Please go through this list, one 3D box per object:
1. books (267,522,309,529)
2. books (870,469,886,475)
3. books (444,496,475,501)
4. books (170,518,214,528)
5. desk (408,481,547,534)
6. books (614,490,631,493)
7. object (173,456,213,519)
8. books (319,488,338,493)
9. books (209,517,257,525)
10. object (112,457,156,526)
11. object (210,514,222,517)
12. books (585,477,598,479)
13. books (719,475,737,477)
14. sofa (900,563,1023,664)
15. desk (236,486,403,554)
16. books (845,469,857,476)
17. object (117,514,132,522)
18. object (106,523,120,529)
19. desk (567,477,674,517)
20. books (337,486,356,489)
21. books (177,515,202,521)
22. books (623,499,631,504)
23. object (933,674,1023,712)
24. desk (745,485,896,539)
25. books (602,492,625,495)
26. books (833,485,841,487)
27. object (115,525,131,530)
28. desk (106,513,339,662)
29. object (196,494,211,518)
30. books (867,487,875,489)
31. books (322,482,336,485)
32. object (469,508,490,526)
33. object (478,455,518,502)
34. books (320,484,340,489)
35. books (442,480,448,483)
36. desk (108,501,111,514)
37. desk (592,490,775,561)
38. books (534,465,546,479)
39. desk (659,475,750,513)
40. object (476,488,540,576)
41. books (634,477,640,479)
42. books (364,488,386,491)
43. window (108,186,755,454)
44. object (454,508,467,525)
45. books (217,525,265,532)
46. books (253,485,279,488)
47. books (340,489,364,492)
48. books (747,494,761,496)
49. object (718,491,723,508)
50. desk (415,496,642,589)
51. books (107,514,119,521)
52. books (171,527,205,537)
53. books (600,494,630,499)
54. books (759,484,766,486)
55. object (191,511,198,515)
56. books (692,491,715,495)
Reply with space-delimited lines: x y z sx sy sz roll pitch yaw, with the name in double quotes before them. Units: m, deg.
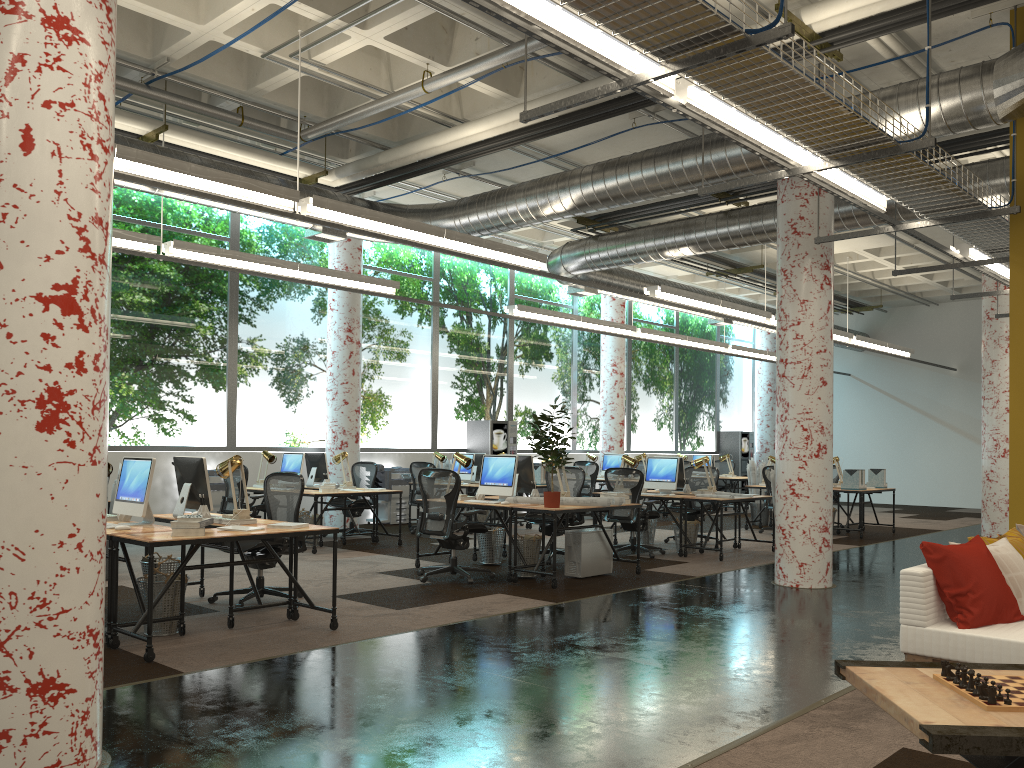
"books" -1.591 1.006 6.289 0.200 0.024 0.236 -1 -4 16
"books" 5.924 1.529 14.340 0.234 0.310 0.068 -1 -2 43
"books" -0.577 1.216 9.472 0.309 0.038 0.226 -3 -6 43
"books" -2.075 0.901 5.747 0.193 0.044 0.258 1 -4 0
"desk" -0.493 1.953 14.093 1.942 0.723 1.403 -3 -5 43
"books" 1.503 1.431 11.815 0.309 0.038 0.226 -3 -6 43
"object" -2.516 0.809 6.909 0.484 0.485 0.190 -2 -3 43
"books" -2.302 1.329 11.089 0.200 0.050 0.272 2 -4 -20
"books" -2.071 1.012 6.571 0.309 0.038 0.226 -3 -6 43
"object" -2.683 0.766 6.344 0.484 0.485 0.190 -2 -3 43
"object" -2.349 1.054 7.050 0.439 0.017 0.119 -3 -6 43
"books" 1.490 1.822 17.250 0.309 0.038 0.226 -3 -6 43
"books" 4.761 2.024 19.530 0.309 0.038 0.226 -3 -6 43
"sofa" 3.641 1.221 4.794 2.019 0.930 2.859 -3 -5 43
"desk" -2.617 1.763 11.802 1.942 0.723 1.403 -3 -5 43
"books" 5.237 1.467 13.599 0.234 0.310 0.068 -1 -2 43
"object" -2.892 0.921 6.615 0.101 0.209 0.101 1 -2 -2
"object" -2.856 0.986 6.194 0.439 0.017 0.119 -3 -6 43
"desk" 2.216 2.195 17.016 1.942 0.723 1.403 -3 -5 43
"books" -2.280 1.395 11.935 0.309 0.038 0.226 -3 -6 43
"books" -2.089 0.869 5.744 0.153 0.030 0.185 2 -4 -19
"books" 1.052 1.205 9.103 0.272 0.050 0.200 -3 -5 40
"object" 1.164 0.710 2.034 0.273 0.012 0.273 0 -4 3
"desk" 5.007 2.043 14.431 1.942 0.723 1.403 -3 -5 43
"books" 1.046 1.128 9.120 0.185 0.030 0.153 -3 -5 41
"books" 5.344 1.674 14.563 0.309 0.038 0.226 -3 -6 43
"object" -2.620 0.966 5.966 0.059 0.029 0.106 -3 -5 44
"desk" -2.407 1.380 6.438 1.942 0.723 1.403 -3 -5 43
"object" -2.311 0.930 6.633 0.101 0.209 0.101 1 -2 -2
"books" 5.674 1.655 14.120 0.200 0.024 0.236 -1 -4 16
"books" -2.299 1.252 11.108 0.153 0.030 0.185 2 -4 -19
"object" -0.510 2.077 13.791 0.359 0.434 0.353 -1 -3 39
"object" -0.127 0.976 9.143 0.484 0.485 0.190 -2 -3 43
"books" -2.284 1.284 11.111 0.193 0.044 0.258 1 -4 0
"books" -1.220 1.579 14.328 0.309 0.038 0.226 -3 -6 43
"desk" -5.189 1.533 9.028 1.942 0.723 1.403 -3 -5 43
"desk" 2.229 1.805 11.580 1.942 0.723 1.403 -3 -5 43
"books" 0.424 1.439 14.002 0.234 0.310 0.068 -1 -2 43
"desk" 4.424 2.393 19.397 1.942 0.723 1.403 -3 -5 43
"object" -0.046 1.480 9.179 0.848 0.932 0.105 -1 -2 38
"books" 2.553 1.827 17.148 0.309 0.038 0.226 -3 -6 43
"books" -1.800 1.389 11.653 0.200 0.024 0.236 -1 -4 16
"window" -2.087 -0.693 15.339 0.050 3.758 26.239 0 -4 43
"object" -0.881 2.141 14.744 0.353 0.434 0.369 1 -2 -12
"books" -1.856 0.990 6.065 0.243 0.019 0.205 -1 -4 20
"books" -3.343 1.389 12.037 0.309 0.038 0.226 -3 -6 43
"books" -2.066 1.373 11.429 0.243 0.019 0.205 -1 -4 20
"books" 3.071 1.438 11.490 0.243 0.019 0.205 1 -4 -10
"object" 4.407 2.517 19.095 0.359 0.434 0.353 -1 -3 39
"desk" 0.149 1.590 9.238 1.942 0.723 1.403 -3 -5 43
"books" -3.134 1.007 6.673 0.309 0.038 0.226 -3 -6 43
"books" -2.092 0.946 5.725 0.200 0.050 0.272 2 -4 -20
"books" 1.057 1.160 9.130 0.193 0.044 0.258 3 -5 -30
"books" 4.280 1.669 14.666 0.309 0.038 0.226 -3 -6 43
"object" -2.584 1.061 7.279 0.059 0.029 0.106 -3 -5 44
"books" 2.566 1.436 11.713 0.309 0.038 0.226 -3 -6 43
